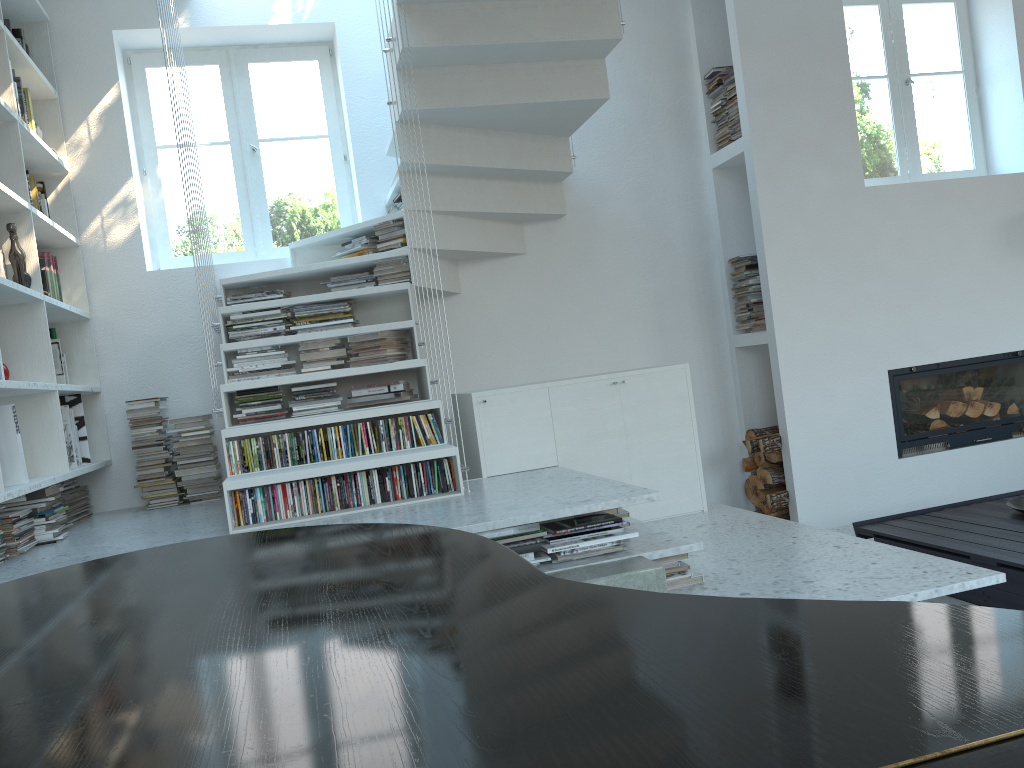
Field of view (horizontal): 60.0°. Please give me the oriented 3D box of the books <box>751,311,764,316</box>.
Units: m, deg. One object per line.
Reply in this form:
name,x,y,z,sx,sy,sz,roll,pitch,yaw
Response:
books,1.466,-0.406,4.941,0.225,0.011,0.142,-8,1,-12

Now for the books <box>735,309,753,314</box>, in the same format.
books,1.457,-0.437,5.153,0.285,0.012,0.159,-8,1,-15

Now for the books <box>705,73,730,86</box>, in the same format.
books,1.289,-1.763,5.112,0.298,0.006,0.192,-8,1,-14

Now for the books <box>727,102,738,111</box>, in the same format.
books,1.329,-1.546,4.914,0.236,0.009,0.128,-8,1,-9

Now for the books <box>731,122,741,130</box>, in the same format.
books,1.344,-1.443,4.914,0.207,0.013,0.140,-8,1,-15

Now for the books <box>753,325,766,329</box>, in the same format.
books,1.474,-0.331,4.950,0.201,0.010,0.154,-8,1,-11

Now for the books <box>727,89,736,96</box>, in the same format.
books,1.327,-1.627,4.913,0.230,0.008,0.135,-8,1,-17

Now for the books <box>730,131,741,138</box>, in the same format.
books,1.345,-1.401,4.933,0.208,0.008,0.164,-8,1,-19

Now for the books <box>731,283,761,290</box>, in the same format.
books,1.441,-0.577,5.154,0.295,0.007,0.146,-8,1,-12

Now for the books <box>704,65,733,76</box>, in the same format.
books,1.271,-1.814,5.123,0.283,0.008,0.140,-8,1,-9

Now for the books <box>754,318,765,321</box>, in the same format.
books,1.472,-0.370,4.935,0.207,0.009,0.122,-8,1,-10

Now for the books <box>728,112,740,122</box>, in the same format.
books,1.337,-1.489,4.916,0.234,0.016,0.147,-8,1,-13

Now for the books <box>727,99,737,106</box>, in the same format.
books,1.329,-1.563,4.905,0.254,0.006,0.128,-8,1,-13

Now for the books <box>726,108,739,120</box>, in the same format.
books,1.330,-1.510,4.929,0.237,0.014,0.158,-8,1,-9

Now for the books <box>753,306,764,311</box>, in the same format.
books,1.460,-0.433,4.948,0.174,0.017,0.153,-8,1,-10

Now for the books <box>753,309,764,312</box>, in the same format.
books,1.462,-0.420,4.948,0.180,0.010,0.153,-8,1,-10

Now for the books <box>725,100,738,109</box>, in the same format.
books,1.328,-1.555,4.912,0.260,0.009,0.140,-8,1,-15

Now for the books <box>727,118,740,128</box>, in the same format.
books,1.340,-1.455,4.921,0.249,0.013,0.151,-8,1,-16

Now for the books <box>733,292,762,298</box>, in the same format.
books,1.445,-0.525,5.151,0.285,0.008,0.159,-8,1,-13

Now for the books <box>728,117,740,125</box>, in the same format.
books,1.340,-1.464,4.918,0.257,0.006,0.136,-8,1,-10

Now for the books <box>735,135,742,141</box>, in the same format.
books,1.356,-1.370,4.919,0.197,0.025,0.125,-8,1,-10

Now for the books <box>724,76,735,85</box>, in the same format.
books,1.317,-1.692,4.914,0.246,0.009,0.145,-8,1,-12

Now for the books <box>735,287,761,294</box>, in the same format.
books,1.446,-0.550,5.148,0.254,0.012,0.161,-8,1,-16

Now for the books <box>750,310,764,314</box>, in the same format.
books,1.468,-0.413,4.926,0.264,0.005,0.115,-8,1,-15

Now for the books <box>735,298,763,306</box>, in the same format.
books,1.454,-0.485,5.138,0.263,0.016,0.192,-8,1,-14

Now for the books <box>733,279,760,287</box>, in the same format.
books,1.444,-0.593,5.132,0.262,0.023,0.200,-8,1,-14

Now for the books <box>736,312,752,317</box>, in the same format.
books,1.462,-0.418,5.144,0.282,0.010,0.169,-8,1,-11

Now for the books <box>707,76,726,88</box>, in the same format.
books,1.291,-1.748,5.112,0.281,0.014,0.170,-8,1,-9

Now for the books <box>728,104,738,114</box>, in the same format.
books,1.332,-1.534,4.911,0.232,0.017,0.135,-8,1,-12

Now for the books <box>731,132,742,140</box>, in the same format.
books,1.351,-1.387,4.926,0.225,0.011,0.142,-8,1,-17

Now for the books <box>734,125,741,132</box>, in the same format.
books,1.346,-1.428,4.911,0.192,0.016,0.121,-8,1,-9

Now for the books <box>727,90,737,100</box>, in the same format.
books,1.320,-1.612,4.912,0.214,0.021,0.140,-8,1,-12

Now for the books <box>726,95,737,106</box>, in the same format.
books,1.322,-1.584,4.923,0.218,0.012,0.159,-8,1,-11

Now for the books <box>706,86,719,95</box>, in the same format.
books,1.288,-1.711,5.145,0.300,0.007,0.127,-8,1,-14

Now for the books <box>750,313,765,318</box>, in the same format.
books,1.466,-0.394,4.949,0.219,0.013,0.157,-8,1,-16

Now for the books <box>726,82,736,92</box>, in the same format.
books,1.326,-1.651,4.904,0.258,0.024,0.113,-8,1,-18

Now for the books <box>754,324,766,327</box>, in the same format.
books,1.475,-0.340,4.942,0.209,0.007,0.131,-8,1,-9

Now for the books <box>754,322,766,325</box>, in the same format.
books,1.476,-0.347,4.933,0.215,0.007,0.130,-8,1,-14

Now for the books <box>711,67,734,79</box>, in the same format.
books,1.278,-1.786,5.111,0.198,0.016,0.182,-8,1,-16

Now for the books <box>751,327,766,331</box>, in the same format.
books,1.474,-0.321,4.955,0.224,0.010,0.161,-8,1,-17

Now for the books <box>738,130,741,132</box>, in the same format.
books,1.350,-1.413,4.907,0.159,0.015,0.119,-8,1,-11

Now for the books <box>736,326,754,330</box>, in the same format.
books,1.468,-0.340,5.164,0.293,0.008,0.132,-8,1,-11

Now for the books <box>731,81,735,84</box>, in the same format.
books,1.320,-1.675,4.914,0.168,0.025,0.138,-8,1,-19

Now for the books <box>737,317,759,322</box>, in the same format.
books,1.466,-0.387,5.145,0.285,0.006,0.159,-8,1,-9

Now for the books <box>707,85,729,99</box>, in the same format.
books,1.299,-1.693,5.113,0.294,0.014,0.184,-8,1,-12

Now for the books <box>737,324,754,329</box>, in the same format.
books,1.470,-0.351,5.149,0.290,0.013,0.157,-8,1,-18

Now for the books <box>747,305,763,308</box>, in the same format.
books,1.460,-0.445,4.940,0.252,0.006,0.141,-8,1,-12

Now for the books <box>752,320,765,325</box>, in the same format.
books,1.471,-0.358,4.948,0.211,0.016,0.153,-8,1,-12

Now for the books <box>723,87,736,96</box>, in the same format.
books,1.322,-1.635,4.928,0.237,0.008,0.170,-8,1,-16

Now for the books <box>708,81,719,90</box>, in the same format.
books,1.287,-1.736,5.137,0.273,0.009,0.129,-8,1,-11

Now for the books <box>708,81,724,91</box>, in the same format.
books,1.293,-1.725,5.118,0.289,0.006,0.164,-8,1,-10

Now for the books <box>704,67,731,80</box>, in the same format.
books,1.271,-1.802,5.127,0.288,0.017,0.136,-8,1,-10

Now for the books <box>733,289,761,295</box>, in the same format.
books,1.449,-0.542,5.139,0.289,0.005,0.169,-8,1,-10

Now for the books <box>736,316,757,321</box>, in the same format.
books,1.465,-0.396,5.145,0.285,0.012,0.159,-8,1,-9

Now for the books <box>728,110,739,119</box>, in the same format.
books,1.336,-1.500,4.912,0.241,0.007,0.133,-8,1,-12

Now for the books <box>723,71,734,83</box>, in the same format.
books,1.315,-1.708,4.913,0.254,0.024,0.139,-8,1,-17

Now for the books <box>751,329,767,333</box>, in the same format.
books,1.477,-0.311,4.950,0.231,0.011,0.159,-8,1,-13

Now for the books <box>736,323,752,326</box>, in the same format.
books,1.470,-0.361,5.143,0.291,0.007,0.174,-8,1,-17

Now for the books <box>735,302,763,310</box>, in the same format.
books,1.455,-0.463,5.144,0.281,0.016,0.162,-8,1,-10
